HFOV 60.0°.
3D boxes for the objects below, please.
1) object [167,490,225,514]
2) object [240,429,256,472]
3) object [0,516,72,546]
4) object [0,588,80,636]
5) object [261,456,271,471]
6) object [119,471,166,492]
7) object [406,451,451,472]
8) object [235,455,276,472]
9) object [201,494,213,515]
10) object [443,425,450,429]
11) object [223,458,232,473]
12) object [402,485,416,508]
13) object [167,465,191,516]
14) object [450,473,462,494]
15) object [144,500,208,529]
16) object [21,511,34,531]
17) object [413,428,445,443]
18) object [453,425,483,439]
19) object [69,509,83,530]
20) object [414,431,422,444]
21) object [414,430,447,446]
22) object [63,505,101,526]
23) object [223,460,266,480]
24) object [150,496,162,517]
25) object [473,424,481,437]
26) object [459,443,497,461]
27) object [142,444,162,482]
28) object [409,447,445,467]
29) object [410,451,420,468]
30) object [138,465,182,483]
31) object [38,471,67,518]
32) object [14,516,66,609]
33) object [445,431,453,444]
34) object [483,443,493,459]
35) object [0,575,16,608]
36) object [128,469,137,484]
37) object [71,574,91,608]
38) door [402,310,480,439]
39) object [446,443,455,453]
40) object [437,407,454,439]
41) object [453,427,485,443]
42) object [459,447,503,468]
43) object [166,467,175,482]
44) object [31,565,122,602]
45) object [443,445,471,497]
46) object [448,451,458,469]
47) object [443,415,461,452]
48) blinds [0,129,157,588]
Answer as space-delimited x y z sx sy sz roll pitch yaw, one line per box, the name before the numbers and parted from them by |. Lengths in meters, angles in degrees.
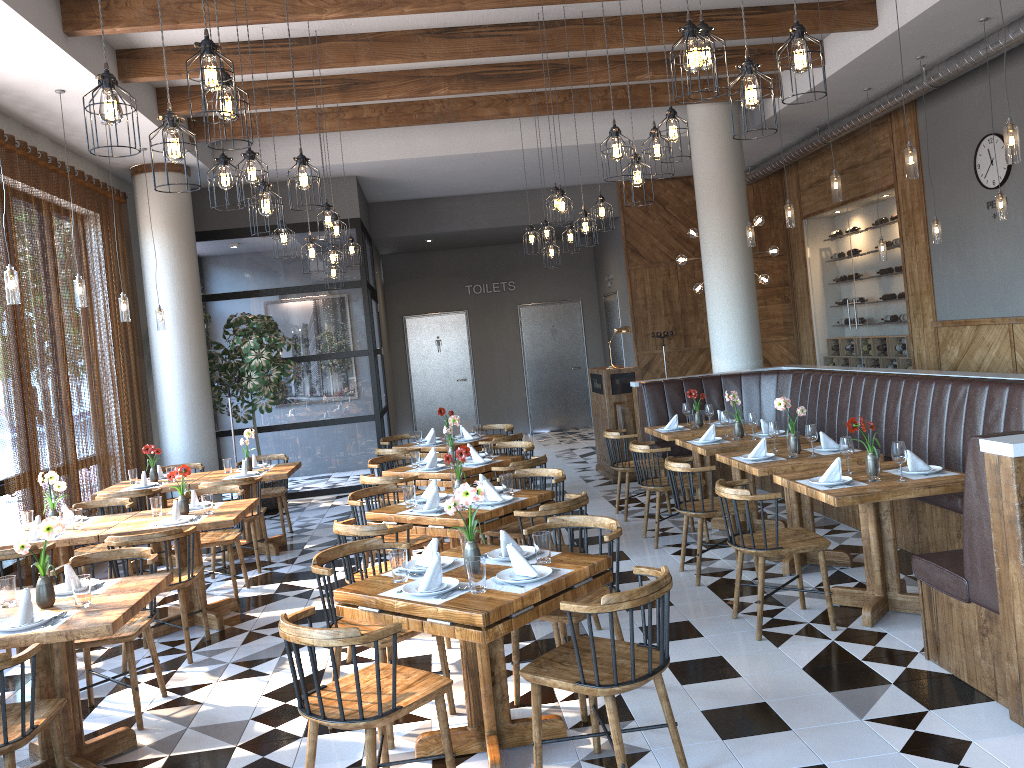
object | -2.291 0.829 6.412 0.352 0.137 0.272 -6 2 -5
object | -2.463 0.623 8.308 0.146 0.400 0.206 -6 1 -12
object | -3.118 0.941 5.801 0.352 0.137 0.272 -6 2 -5
object | -2.039 0.935 3.693 0.352 0.137 0.272 -6 2 -5
object | -2.282 0.743 8.240 0.080 0.132 0.080 -6 1 -20
object | -3.312 0.857 7.955 0.352 0.137 0.272 -6 2 -5
object | -0.664 0.626 7.241 0.351 0.137 0.272 -4 3 40
object | -2.485 0.745 8.565 0.352 0.137 0.272 -6 2 -5
object | -2.087 0.827 6.079 0.080 0.132 0.080 -6 1 -20
object | -0.703 0.518 9.624 0.080 0.132 0.080 -5 1 20
object | -2.691 0.777 8.383 0.080 0.132 0.080 -6 1 -20
object | -0.642 0.707 5.562 0.080 0.132 0.080 -6 1 0
object | -2.276 0.733 6.092 0.156 0.355 0.171 -6 1 -26
object | -0.366 0.663 5.897 0.080 0.132 0.080 -6 1 0
object | -2.237 0.849 5.881 0.352 0.137 0.272 -6 2 -5
object | -3.356 0.951 6.144 0.080 0.132 0.080 -5 1 30
object | -0.877 0.539 9.493 0.272 0.137 0.353 -4 3 40
object | -0.502 0.500 9.530 0.351 0.137 0.272 -4 3 40
object | -2.947 0.917 6.001 0.080 0.132 0.080 -5 1 30
object | -0.978 0.561 9.289 0.080 0.132 0.080 -6 1 -30
object | -0.837 0.553 9.117 0.351 0.137 0.272 -4 3 40
object | -3.171 0.921 6.332 0.352 0.137 0.272 -6 2 -5
object | -2.431 0.765 8.035 0.352 0.137 0.272 -6 2 -5
object | -2.496 0.861 6.222 0.080 0.132 0.080 -6 1 -20
object | -0.365 0.497 9.358 0.080 0.132 0.080 -5 1 20
object | -0.329 0.573 7.654 0.351 0.137 0.272 -4 3 40
object | -3.345 0.736 8.255 0.156 0.355 0.171 -6 1 -29
object | -0.705 0.612 7.617 0.272 0.137 0.353 -4 3 40
object | -0.809 0.635 7.414 0.080 0.132 0.080 -6 1 10
object | -3.366 0.837 8.485 0.352 0.137 0.272 -6 2 -5
object | -3.153 0.798 6.098 0.206 0.400 0.146 -6 1 -1
object | -2.079 0.795 3.929 0.207 0.400 0.146 -6 1 -41
object | -0.636 0.540 9.012 0.080 0.132 0.080 -6 1 10
object | -0.196 0.570 7.482 0.080 0.132 0.080 -6 1 10
object | -2.299 0.947 4.036 0.080 0.132 0.080 -6 1 -20
object | -3.551 0.867 8.305 0.080 0.132 0.080 -6 1 10
object | -1.889 0.913 3.893 0.080 0.132 0.080 -6 1 -20
door | -1.282 -0.111 16.202 1.207 2.393 0.114 -6 0 -5
object | -0.533 0.591 7.749 0.080 0.132 0.080 -6 1 10
object | -0.702 0.419 9.350 0.170 0.355 0.156 -5 1 42
object | -0.462 0.514 9.154 0.272 0.137 0.353 -4 3 40
object | -0.289 0.587 7.278 0.272 0.137 0.353 -4 3 40
object | -3.142 0.833 8.162 0.080 0.132 0.080 -6 1 10
object | -2.093 0.915 4.223 0.352 0.137 0.272 -6 2 -5
object | -0.321 0.563 5.557 0.156 0.355 0.171 -6 1 -40
object | -0.467 0.614 7.136 0.080 0.132 0.080 -6 1 10
object | -0.490 0.467 7.438 0.146 0.400 0.207 -6 1 7
blinds | -3.838 -0.197 6.259 0.160 3.579 7.270 -6 2 -5
